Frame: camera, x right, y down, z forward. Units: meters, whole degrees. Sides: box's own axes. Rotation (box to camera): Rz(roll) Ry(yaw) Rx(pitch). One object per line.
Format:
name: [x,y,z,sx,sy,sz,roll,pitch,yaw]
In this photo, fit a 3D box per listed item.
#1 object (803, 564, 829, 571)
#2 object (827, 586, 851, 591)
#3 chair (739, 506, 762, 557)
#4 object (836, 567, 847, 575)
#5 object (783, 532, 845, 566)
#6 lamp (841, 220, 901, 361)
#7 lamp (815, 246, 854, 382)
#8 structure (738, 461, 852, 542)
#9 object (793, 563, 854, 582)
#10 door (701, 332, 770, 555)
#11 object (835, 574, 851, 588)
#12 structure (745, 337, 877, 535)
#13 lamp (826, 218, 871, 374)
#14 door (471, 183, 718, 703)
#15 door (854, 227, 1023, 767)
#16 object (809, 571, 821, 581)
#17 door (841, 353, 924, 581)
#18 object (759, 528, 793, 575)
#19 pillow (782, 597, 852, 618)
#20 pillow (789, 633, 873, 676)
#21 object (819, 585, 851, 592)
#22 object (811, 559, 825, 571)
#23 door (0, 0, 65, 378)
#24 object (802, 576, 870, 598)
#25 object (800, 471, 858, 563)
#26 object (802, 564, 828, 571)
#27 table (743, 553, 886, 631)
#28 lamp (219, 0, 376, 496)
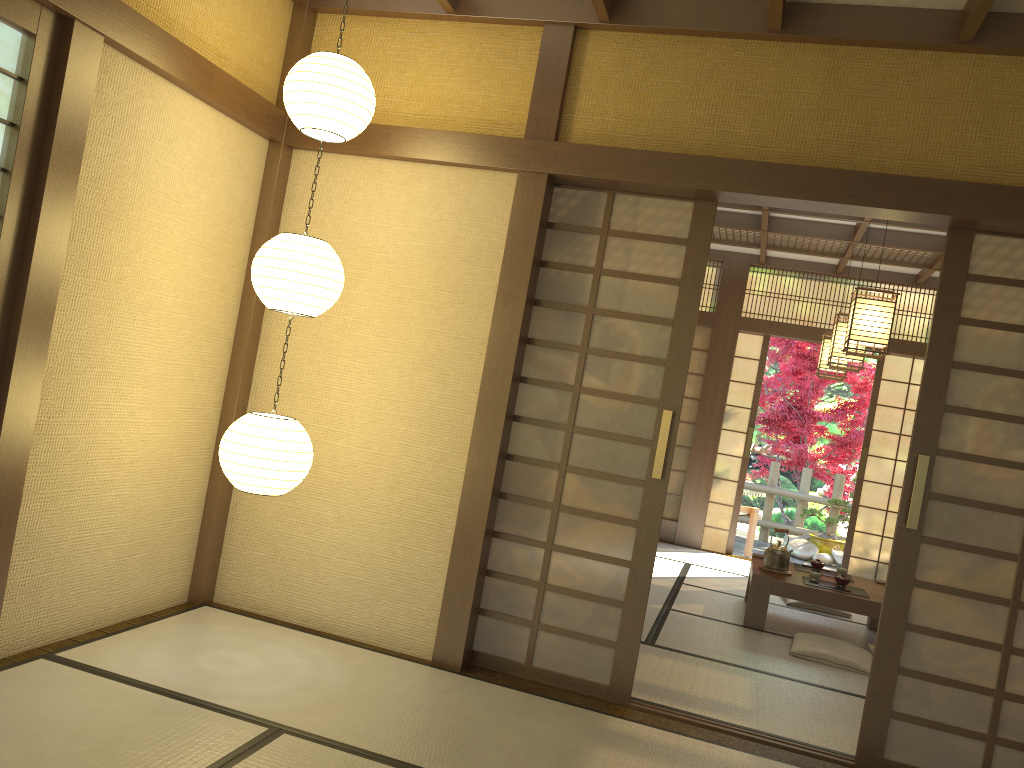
object: [2.234,1.348,6.512,0.200,0.008,0.008,10,0,16]
object: [2.091,1.320,5.738,0.200,0.008,0.008,10,0,9]
chair: [2.238,1.518,9.821,0.704,0.598,0.698,10,0,-28]
object: [2.363,1.348,6.362,0.073,0.052,0.074,10,0,-31]
object: [3.846,1.986,10.485,1.260,0.276,1.147,10,0,11]
lamp: [2.108,-0.703,5.069,0.240,1.129,0.240,10,0,16]
lamp: [2.720,-0.586,7.315,0.240,1.129,0.240,10,0,16]
structure: [4.085,1.684,11.107,7.456,1.136,0.245,10,0,16]
object: [2.241,1.356,6.392,0.400,0.007,0.300,10,0,16]
door: [1.506,0.474,9.168,1.894,2.380,0.073,10,0,16]
object: [2.174,1.295,5.837,0.100,0.080,0.100,10,0,16]
structure: [3.792,0.223,12.124,3.045,4.004,3.412,10,0,-42]
lamp: [2.414,-0.644,6.192,0.240,1.129,0.240,10,0,16]
door: [0.123,0.177,4.029,1.230,2.265,0.076,10,0,16]
door: [2.178,0.538,3.450,1.230,2.265,0.076,10,0,16]
object: [2.025,1.286,5.931,0.073,0.052,0.074,10,0,-31]
door: [4.279,0.961,8.387,1.894,2.380,0.073,10,0,16]
object: [1.832,1.136,6.080,0.219,0.296,0.226,10,0,10]
pillow: [2.359,1.691,6.917,0.496,0.107,0.486,10,0,9]
pillow: [1.929,1.609,5.338,0.486,0.107,0.496,10,0,19]
object: [2.086,1.319,5.726,0.200,0.008,0.008,10,0,14]
object: [2.196,1.301,6.378,0.100,0.080,0.100,10,0,16]
door: [-2.094,-0.202,1.573,0.140,2.230,2.890,10,0,16]
object: [2.125,1.334,5.836,0.400,0.007,0.300,10,0,16]
object: [3.998,1.452,10.484,1.032,1.362,0.586,10,0,42]
object: [2.229,1.347,6.495,0.200,0.008,0.008,10,0,12]
table: [2.135,1.508,6.097,1.000,0.350,1.000,10,0,16]
lamp: [-0.797,-0.706,3.511,0.363,2.297,0.363,10,0,16]
